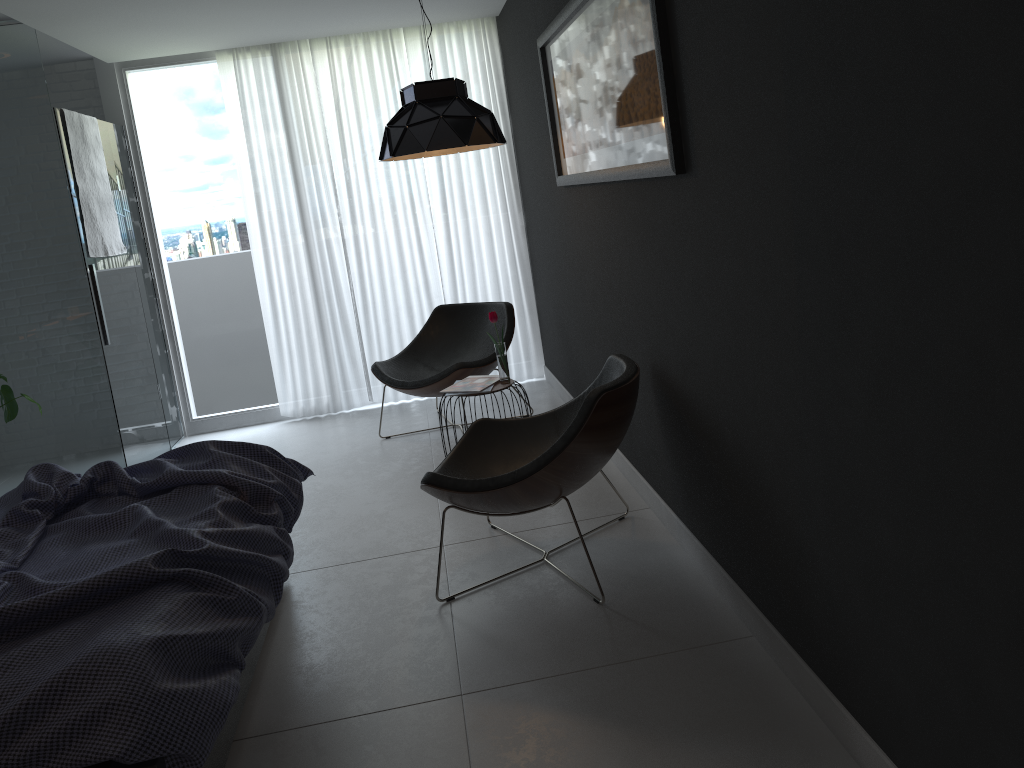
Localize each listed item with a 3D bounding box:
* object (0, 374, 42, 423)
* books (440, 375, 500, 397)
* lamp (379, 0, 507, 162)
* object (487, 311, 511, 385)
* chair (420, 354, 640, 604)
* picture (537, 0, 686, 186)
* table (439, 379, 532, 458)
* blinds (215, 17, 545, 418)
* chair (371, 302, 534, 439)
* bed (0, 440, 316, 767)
[{"bbox_3d":[-2.745,0.320,4.142,0.849,1.036,1.005,-6,10,12],"label":"object"},{"bbox_3d":[-3.576,1.065,2.544,8.302,0.368,0.407,-14,12,-27],"label":"books"},{"bbox_3d":[-0.385,-1.523,4.083,0.581,0.893,0.617,-6,9,12],"label":"lamp"},{"bbox_3d":[-0.065,-0.172,4.243,0.066,0.351,0.077,-4,9,26],"label":"object"},{"bbox_3d":[0.096,0.308,3.217,0.812,0.683,0.802,-5,11,15],"label":"chair"},{"bbox_3d":[0.308,-1.149,3.440,0.041,0.713,1.974,-9,12,-5],"label":"picture"},{"bbox_3d":[-0.121,0.220,4.328,0.454,0.430,0.453,-14,12,-28],"label":"table"},{"bbox_3d":[-0.853,-1.205,5.948,1.855,2.667,0.138,-9,8,-6],"label":"blinds"},{"bbox_3d":[-0.366,-0.086,5.261,0.788,0.683,0.826,0,13,36],"label":"chair"},{"bbox_3d":[-2.017,0.108,2.373,2.611,2.019,2.590,-9,11,-6],"label":"bed"}]
